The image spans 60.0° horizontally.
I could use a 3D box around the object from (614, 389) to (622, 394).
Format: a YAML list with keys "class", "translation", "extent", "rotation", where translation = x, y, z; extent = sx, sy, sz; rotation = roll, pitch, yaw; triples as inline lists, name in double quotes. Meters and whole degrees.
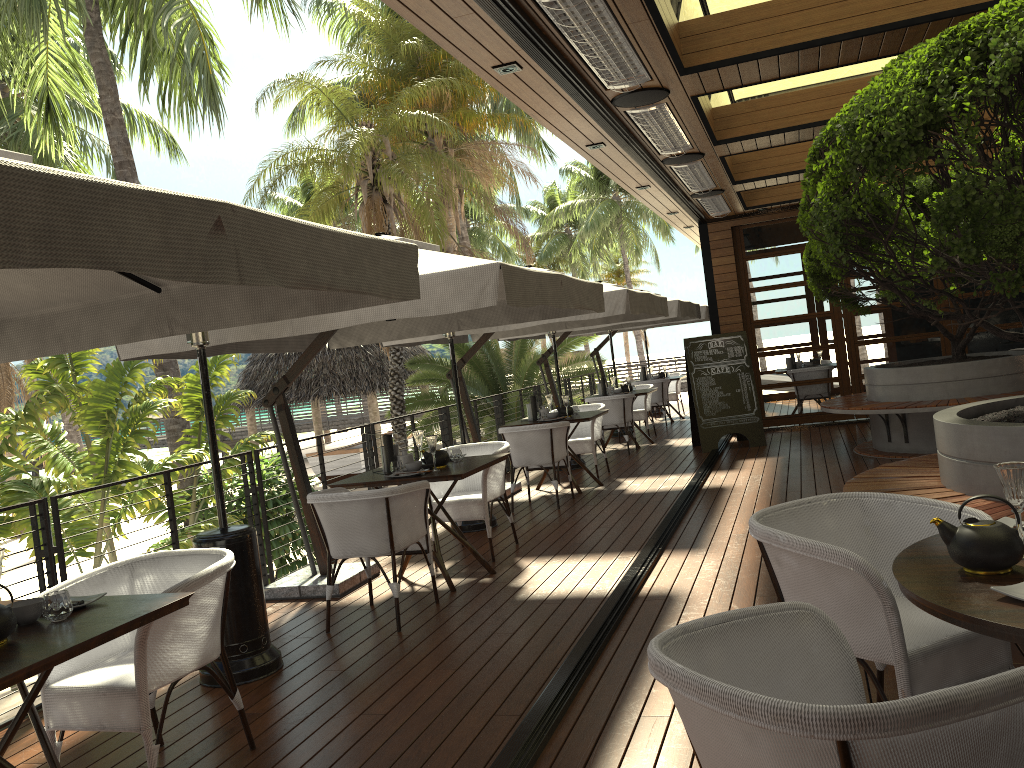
- class: "object"
  translation: [1.450, 0.109, 12.113]
  extent: [0.116, 0.065, 0.116]
  rotation: [-7, 1, 22]

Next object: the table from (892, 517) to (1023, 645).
- class: "table"
  translation: [1.532, 0.772, 1.998]
  extent: [1.165, 0.749, 1.167]
  rotation: [-7, 1, 24]

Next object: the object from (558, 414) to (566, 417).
- class: "object"
  translation: [0.503, 0.323, 8.872]
  extent: [0.080, 0.042, 0.080]
  rotation: [-8, 1, -20]

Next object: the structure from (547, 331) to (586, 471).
- class: "structure"
  translation: [0.566, -0.065, 10.776]
  extent: [0.699, 2.192, 0.699]
  rotation: [-7, 0, 6]

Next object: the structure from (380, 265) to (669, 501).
- class: "structure"
  translation: [0.315, -0.054, 9.077]
  extent: [2.412, 2.332, 2.416]
  rotation: [-7, 1, 18]

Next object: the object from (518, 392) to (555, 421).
- class: "object"
  translation: [0.255, 0.236, 9.134]
  extent: [0.264, 0.264, 0.263]
  rotation: [-8, 1, -27]

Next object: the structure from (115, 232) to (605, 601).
- class: "structure"
  translation: [-0.726, 0.160, 5.868]
  extent: [2.412, 2.332, 2.416]
  rotation: [-7, 1, 18]

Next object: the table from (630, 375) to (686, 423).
- class: "table"
  translation: [2.588, 0.287, 15.539]
  extent: [0.931, 0.749, 0.932]
  rotation: [-7, 1, 18]

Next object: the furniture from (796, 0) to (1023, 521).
- class: "furniture"
  translation: [2.731, -0.401, 3.994]
  extent: [2.615, 2.722, 2.696]
  rotation: [-7, 1, 9]

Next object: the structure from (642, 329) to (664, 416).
- class: "structure"
  translation: [2.633, -0.489, 17.148]
  extent: [0.699, 2.192, 0.699]
  rotation: [-7, 0, 6]

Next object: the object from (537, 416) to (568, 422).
- class: "object"
  translation: [0.408, 0.347, 8.738]
  extent: [0.294, 0.025, 0.170]
  rotation: [-7, 2, 18]

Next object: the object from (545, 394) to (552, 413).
- class: "object"
  translation: [0.400, 0.227, 9.346]
  extent: [0.082, 0.227, 0.082]
  rotation: [-7, 1, 19]

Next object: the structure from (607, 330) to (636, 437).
- class: "structure"
  translation: [1.614, -0.280, 14.006]
  extent: [0.699, 2.192, 0.699]
  rotation: [-7, 0, 6]

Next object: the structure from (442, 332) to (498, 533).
- class: "structure"
  translation: [-0.460, 0.146, 7.612]
  extent: [0.699, 2.192, 0.699]
  rotation: [-7, 0, 6]

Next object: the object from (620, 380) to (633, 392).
- class: "object"
  translation: [1.584, 0.031, 12.253]
  extent: [0.168, 0.179, 0.163]
  rotation: [-7, 1, 16]

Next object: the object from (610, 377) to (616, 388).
- class: "object"
  translation: [1.441, 0.014, 12.558]
  extent: [0.082, 0.227, 0.082]
  rotation: [-7, 1, 19]

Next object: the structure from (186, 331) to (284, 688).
- class: "structure"
  translation: [-1.489, 0.357, 4.438]
  extent: [0.699, 2.192, 0.699]
  rotation: [-7, 0, 6]

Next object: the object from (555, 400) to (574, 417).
- class: "object"
  translation: [0.544, 0.244, 9.039]
  extent: [0.163, 0.179, 0.168]
  rotation: [-7, 1, 20]

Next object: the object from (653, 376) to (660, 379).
- class: "object"
  translation: [2.501, -0.107, 15.354]
  extent: [0.116, 0.065, 0.116]
  rotation: [-7, 1, 22]

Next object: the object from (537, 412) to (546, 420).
- class: "object"
  translation: [0.298, 0.325, 8.916]
  extent: [0.086, 0.086, 0.086]
  rotation: [-7, 1, 23]

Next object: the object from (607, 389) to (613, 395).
- class: "object"
  translation: [1.339, 0.111, 12.128]
  extent: [0.086, 0.086, 0.086]
  rotation: [-7, 1, 23]

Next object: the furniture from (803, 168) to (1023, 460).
- class: "furniture"
  translation: [4.394, -0.736, 8.897]
  extent: [2.571, 2.722, 2.718]
  rotation: [-7, 1, -17]

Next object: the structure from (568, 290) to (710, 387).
- class: "structure"
  translation: [2.396, -0.481, 15.495]
  extent: [2.412, 2.332, 2.416]
  rotation: [-7, 1, 18]

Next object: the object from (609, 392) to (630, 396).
- class: "object"
  translation: [1.450, 0.134, 11.949]
  extent: [0.294, 0.025, 0.170]
  rotation: [-7, 2, 18]

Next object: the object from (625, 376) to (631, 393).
- class: "object"
  translation: [1.583, 0.010, 12.019]
  extent: [0.082, 0.227, 0.082]
  rotation: [-7, 1, 19]

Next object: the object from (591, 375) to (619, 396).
- class: "object"
  translation: [1.297, 0.022, 12.346]
  extent: [0.264, 0.264, 0.263]
  rotation: [-8, 1, -27]

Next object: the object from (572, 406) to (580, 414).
- class: "object"
  translation: [0.660, 0.272, 9.236]
  extent: [0.086, 0.086, 0.086]
  rotation: [-7, 1, 23]

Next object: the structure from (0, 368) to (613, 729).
- class: "structure"
  translation: [-1.979, 1.084, 5.289]
  extent: [0.163, 1.153, 26.292]
  rotation: [-7, 1, 18]

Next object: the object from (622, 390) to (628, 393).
- class: "object"
  translation: [1.545, 0.110, 12.083]
  extent: [0.080, 0.042, 0.080]
  rotation: [-7, 1, 10]

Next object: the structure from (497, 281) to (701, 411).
- class: "structure"
  translation: [1.355, -0.267, 12.286]
  extent: [2.412, 2.332, 2.416]
  rotation: [-7, 1, 18]

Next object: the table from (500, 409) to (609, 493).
- class: "table"
  translation: [0.501, 0.716, 9.103]
  extent: [0.931, 0.749, 0.932]
  rotation: [-7, 1, 18]

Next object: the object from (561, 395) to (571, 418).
- class: "object"
  translation: [0.541, 0.224, 8.808]
  extent: [0.082, 0.227, 0.082]
  rotation: [-7, 1, 7]

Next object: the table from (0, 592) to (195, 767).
- class: "table"
  translation: [-1.589, 1.144, 2.659]
  extent: [0.931, 0.749, 0.932]
  rotation: [-7, 1, 18]

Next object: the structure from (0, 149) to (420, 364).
- class: "structure"
  translation: [-1.767, 0.373, 2.659]
  extent: [2.412, 2.332, 2.416]
  rotation: [-7, 1, 18]

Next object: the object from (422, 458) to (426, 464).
- class: "object"
  translation: [-0.580, 0.531, 6.082]
  extent: [0.080, 0.042, 0.080]
  rotation: [-8, 1, -20]

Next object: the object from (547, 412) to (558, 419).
- class: "object"
  translation: [0.409, 0.323, 8.901]
  extent: [0.116, 0.065, 0.116]
  rotation: [-7, 1, 17]

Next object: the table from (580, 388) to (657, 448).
- class: "table"
  translation: [1.545, 0.502, 12.321]
  extent: [0.931, 0.749, 0.932]
  rotation: [-7, 1, 18]

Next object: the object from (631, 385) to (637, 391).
- class: "object"
  translation: [1.702, 0.058, 12.447]
  extent: [0.086, 0.086, 0.086]
  rotation: [-7, 1, 23]

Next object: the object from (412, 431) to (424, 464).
- class: "object"
  translation: [-0.639, 0.440, 6.145]
  extent: [0.082, 0.227, 0.082]
  rotation: [-7, 1, 19]

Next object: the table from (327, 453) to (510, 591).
- class: "table"
  translation: [-0.543, 0.930, 5.885]
  extent: [0.931, 0.749, 0.932]
  rotation: [-7, 1, 18]
